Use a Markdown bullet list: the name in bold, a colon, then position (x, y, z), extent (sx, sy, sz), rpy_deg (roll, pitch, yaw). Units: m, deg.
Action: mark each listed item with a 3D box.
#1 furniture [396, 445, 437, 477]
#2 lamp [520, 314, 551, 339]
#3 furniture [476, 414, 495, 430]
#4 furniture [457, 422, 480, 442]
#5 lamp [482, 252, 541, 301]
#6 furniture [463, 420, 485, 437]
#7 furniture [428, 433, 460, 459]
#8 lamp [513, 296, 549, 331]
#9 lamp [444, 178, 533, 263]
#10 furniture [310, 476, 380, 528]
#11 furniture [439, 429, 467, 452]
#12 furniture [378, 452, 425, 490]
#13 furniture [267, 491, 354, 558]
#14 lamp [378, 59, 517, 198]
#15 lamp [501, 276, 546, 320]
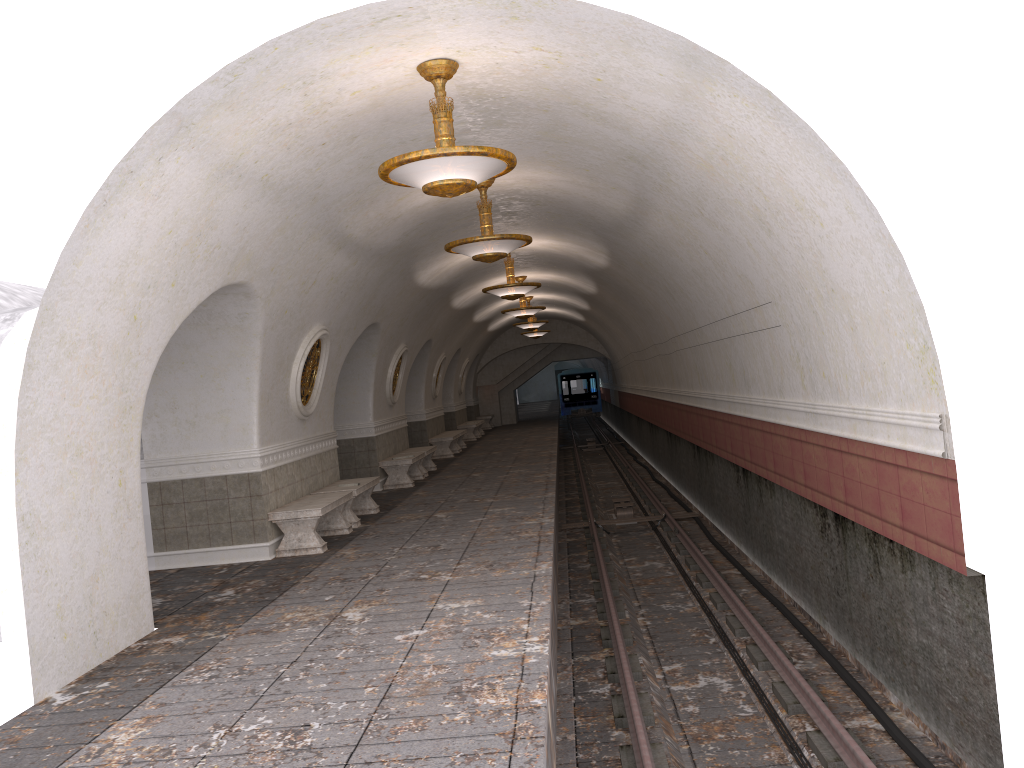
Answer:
- **furniture**: position (-1.925, 1.600, 18.223), extent (0.613, 0.508, 1.509), rpy_deg (-6, 0, 3)
- **lamp**: position (0.754, -1.964, 29.413), extent (1.008, 0.955, 1.008), rpy_deg (-6, 0, -41)
- **furniture**: position (-1.026, 1.502, 34.803), extent (0.613, 0.508, 1.509), rpy_deg (-6, 0, 3)
- **furniture**: position (-1.367, 1.539, 28.510), extent (0.613, 0.508, 1.509), rpy_deg (-6, 0, 3)
- **lamp**: position (-0.031, -1.878, 14.947), extent (1.008, 0.955, 1.008), rpy_deg (-6, 0, -13)
- **furniture**: position (-1.276, 1.529, 30.189), extent (0.613, 0.508, 1.509), rpy_deg (-6, 0, 3)
- **furniture**: position (-1.690, 1.575, 22.556), extent (0.613, 0.508, 1.509), rpy_deg (-6, 0, 3)
- **lamp**: position (0.492, -1.935, 24.591), extent (1.008, 0.955, 1.008), rpy_deg (-6, 0, 19)
- **lamp**: position (-0.294, -1.849, 10.092), extent (1.008, 0.955, 1.008), rpy_deg (-6, 0, -13)
- **furniture**: position (-2.250, 1.636, 12.223), extent (0.613, 0.508, 1.509), rpy_deg (-6, 0, 3)
- **furniture**: position (-1.599, 1.565, 24.235), extent (0.613, 0.508, 1.509), rpy_deg (-6, 0, 3)
- **furniture**: position (-2.016, 1.610, 16.544), extent (0.613, 0.508, 1.509), rpy_deg (-6, 0, 3)
- **furniture**: position (-2.341, 1.646, 10.544), extent (0.613, 0.508, 1.509), rpy_deg (-6, 0, 3)
- **lamp**: position (-0.492, -1.828, 6.442), extent (1.008, 0.955, 1.008), rpy_deg (-6, 0, -41)
- **lamp**: position (0.231, -1.907, 19.770), extent (1.008, 0.955, 1.008), rpy_deg (-6, 0, 19)
